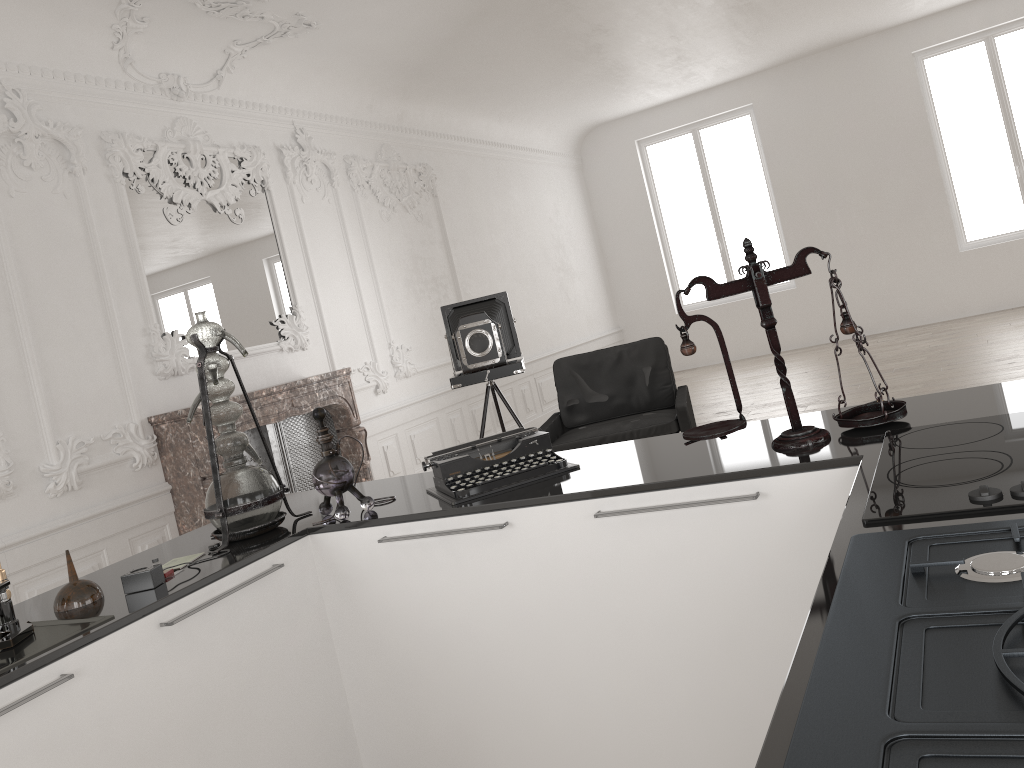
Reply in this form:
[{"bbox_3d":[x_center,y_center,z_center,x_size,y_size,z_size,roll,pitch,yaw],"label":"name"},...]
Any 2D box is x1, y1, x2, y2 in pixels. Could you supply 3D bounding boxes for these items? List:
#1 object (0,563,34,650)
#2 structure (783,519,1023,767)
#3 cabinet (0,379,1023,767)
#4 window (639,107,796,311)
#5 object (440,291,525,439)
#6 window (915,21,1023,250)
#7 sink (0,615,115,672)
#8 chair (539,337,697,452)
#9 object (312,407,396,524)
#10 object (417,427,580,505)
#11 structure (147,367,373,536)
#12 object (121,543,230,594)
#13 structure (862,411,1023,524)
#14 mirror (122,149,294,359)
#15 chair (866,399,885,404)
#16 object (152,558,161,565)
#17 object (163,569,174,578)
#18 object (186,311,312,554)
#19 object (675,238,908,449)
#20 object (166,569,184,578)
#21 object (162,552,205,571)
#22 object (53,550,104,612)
[{"bbox_3d":[-1.146,0.419,1.918,0.132,0.291,0.169,-13,1,-3],"label":"object"},{"bbox_3d":[0.538,0.246,0.801,0.517,0.014,0.850,-11,5,27],"label":"structure"},{"bbox_3d":[-0.119,0.810,1.508,2.687,0.881,2.484,-11,4,27],"label":"cabinet"},{"bbox_3d":[2.918,-2.464,12.689,1.712,2.580,0.071,-13,0,27],"label":"window"},{"bbox_3d":[-0.115,0.124,6.376,0.711,1.522,0.656,-13,0,2],"label":"object"},{"bbox_3d":[6.226,-3.123,10.978,1.712,2.580,0.071,-13,0,27],"label":"window"},{"bbox_3d":[-1.306,0.706,1.493,0.481,0.140,1.176,-11,4,27],"label":"sink"},{"bbox_3d":[0.703,0.254,5.864,0.970,0.963,1.093,-13,2,12],"label":"chair"},{"bbox_3d":[-0.498,0.212,2.507,0.202,0.312,0.224,-13,1,25],"label":"object"},{"bbox_3d":[-0.052,0.214,2.452,0.385,0.110,0.316,-15,4,-18],"label":"object"},{"bbox_3d":[-1.667,0.656,6.173,0.654,1.247,1.558,-13,2,27],"label":"structure"},{"bbox_3d":[-0.828,0.444,2.272,0.123,0.045,0.378,-12,4,17],"label":"object"},{"bbox_3d":[0.887,0.106,1.511,0.503,0.021,0.634,-11,5,27],"label":"structure"},{"bbox_3d":[-2.142,-0.946,6.385,0.009,1.571,1.447,-14,1,28],"label":"mirror"},{"bbox_3d":[0.975,0.491,3.131,0.634,0.770,0.778,-14,2,-18],"label":"chair"},{"bbox_3d":[-0.870,0.456,2.168,0.017,0.056,0.017,-13,0,7],"label":"object"},{"bbox_3d":[-0.870,0.476,2.215,0.026,0.010,0.039,-13,4,7],"label":"object"},{"bbox_3d":[-0.790,0.103,2.546,0.296,0.650,0.317,-13,1,-19],"label":"object"},{"bbox_3d":[0.604,-0.100,2.028,0.513,0.490,0.168,-13,0,0],"label":"object"},{"bbox_3d":[-0.844,0.475,2.212,0.020,0.001,0.060,-13,4,8],"label":"object"},{"bbox_3d":[-0.884,0.474,2.331,0.093,0.004,0.141,-13,4,7],"label":"object"},{"bbox_3d":[-1.060,0.465,2.135,0.110,0.132,0.112,-12,2,33],"label":"object"}]
